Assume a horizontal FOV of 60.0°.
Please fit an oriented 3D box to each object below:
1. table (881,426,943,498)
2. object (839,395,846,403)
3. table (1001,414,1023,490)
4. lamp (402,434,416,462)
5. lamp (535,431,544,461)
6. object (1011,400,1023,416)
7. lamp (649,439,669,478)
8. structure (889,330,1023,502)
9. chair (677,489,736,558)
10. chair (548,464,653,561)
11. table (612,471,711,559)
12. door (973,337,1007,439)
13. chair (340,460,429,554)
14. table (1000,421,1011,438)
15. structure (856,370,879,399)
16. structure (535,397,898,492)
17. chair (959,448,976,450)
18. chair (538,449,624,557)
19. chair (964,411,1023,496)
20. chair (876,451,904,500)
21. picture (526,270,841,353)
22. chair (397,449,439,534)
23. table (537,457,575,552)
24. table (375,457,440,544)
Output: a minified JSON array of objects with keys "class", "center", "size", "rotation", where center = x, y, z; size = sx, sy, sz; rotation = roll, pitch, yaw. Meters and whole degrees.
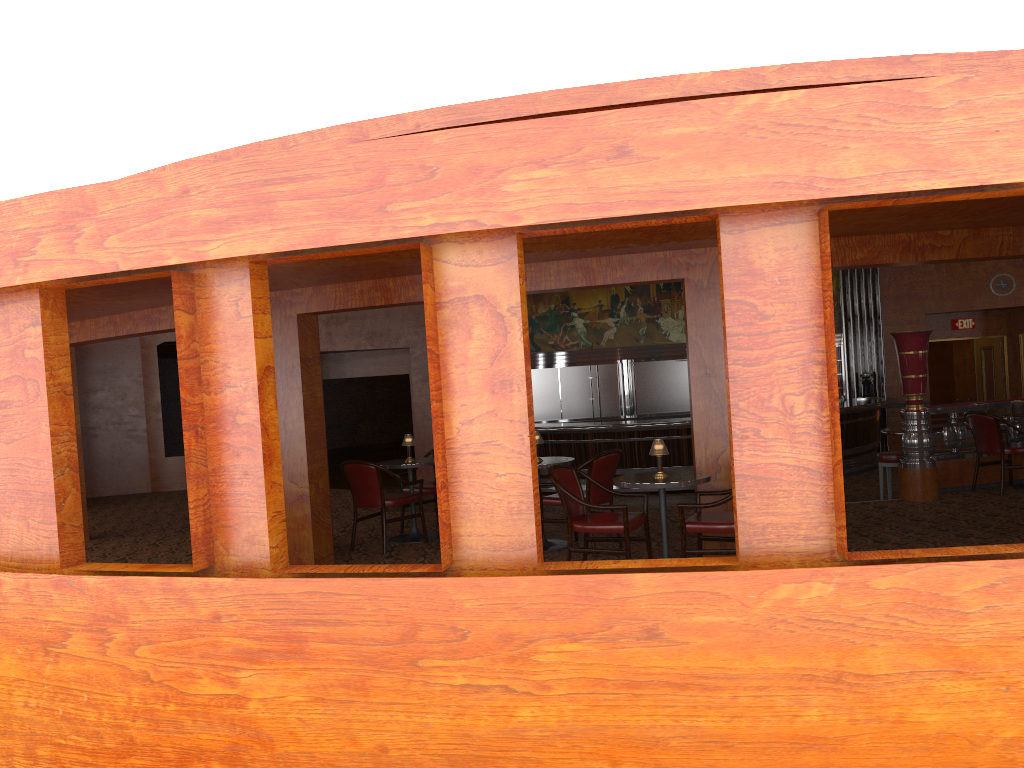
[{"class":"table","center":[4.614,0.975,9.936],"size":[0.849,0.960,0.849],"rotation":[-4,1,1]},{"class":"object","center":[5.184,0.313,15.777],"size":[1.425,0.135,0.403],"rotation":[-4,1,5]},{"class":"table","center":[5.234,0.665,8.791],"size":[0.640,0.720,0.639],"rotation":[-3,1,42]},{"class":"lamp","center":[-0.954,0.591,8.216],"size":[0.130,0.250,0.130],"rotation":[-4,1,7]},{"class":"lamp","center":[0.204,0.522,7.452],"size":[0.130,0.250,0.130],"rotation":[-3,1,21]},{"class":"object","center":[5.058,0.237,8.817],"size":[0.195,0.156,0.169],"rotation":[-5,1,-41]},{"class":"lamp","center":[0.971,0.487,5.842],"size":[0.130,0.250,0.130],"rotation":[-5,1,-35]},{"class":"structure","center":[5.582,-0.410,9.492],"size":[4.352,3.606,0.549],"rotation":[-4,1,-27]},{"class":"chair","center":[1.426,0.896,5.709],"size":[0.615,0.817,0.587],"rotation":[-3,1,24]},{"class":"chair","center":[0.583,0.949,6.023],"size":[0.615,0.817,0.587],"rotation":[-3,1,24]},{"class":"table","center":[1.007,0.971,5.856],"size":[0.640,0.720,0.639],"rotation":[-3,1,28]},{"class":"door","center":[8.912,0.108,16.518],"size":[0.063,1.983,0.808],"rotation":[-4,1,-7]},{"class":"chair","center":[-1.165,1.046,7.845],"size":[0.588,0.817,0.615],"rotation":[-3,1,34]},{"class":"table","center":[5.821,0.892,10.299],"size":[0.849,0.960,0.849],"rotation":[-4,1,-21]},{"class":"structure","center":[6.146,0.028,15.364],"size":[0.360,0.540,0.280],"rotation":[-3,1,19]},{"class":"structure","center":[2.872,1.006,14.115],"size":[7.810,1.047,3.206],"rotation":[-4,1,-1]},{"class":"chair","center":[4.864,1.066,9.411],"size":[0.350,0.756,0.349],"rotation":[-3,2,40]},{"class":"chair","center":[0.591,0.937,7.189],"size":[0.615,0.817,0.587],"rotation":[-3,1,39]},{"class":"chair","center":[4.791,0.647,8.656],"size":[0.615,0.817,0.588],"rotation":[-4,1,-11]},{"class":"chair","center":[4.126,1.114,9.532],"size":[0.350,0.756,0.350],"rotation":[-5,2,-42]},{"class":"picture","center":[2.687,-1.363,15.675],"size":[6.254,1.323,0.001],"rotation":[-4,1,-1]},{"class":"chair","center":[-0.711,1.009,8.621],"size":[0.588,0.817,0.615],"rotation":[-3,1,34]},{"class":"table","center":[0.231,1.006,7.462],"size":[0.640,0.720,0.639],"rotation":[-3,1,25]},{"class":"table","center":[-0.924,1.075,8.232],"size":[0.639,0.720,0.639],"rotation":[-4,1,-11]}]
